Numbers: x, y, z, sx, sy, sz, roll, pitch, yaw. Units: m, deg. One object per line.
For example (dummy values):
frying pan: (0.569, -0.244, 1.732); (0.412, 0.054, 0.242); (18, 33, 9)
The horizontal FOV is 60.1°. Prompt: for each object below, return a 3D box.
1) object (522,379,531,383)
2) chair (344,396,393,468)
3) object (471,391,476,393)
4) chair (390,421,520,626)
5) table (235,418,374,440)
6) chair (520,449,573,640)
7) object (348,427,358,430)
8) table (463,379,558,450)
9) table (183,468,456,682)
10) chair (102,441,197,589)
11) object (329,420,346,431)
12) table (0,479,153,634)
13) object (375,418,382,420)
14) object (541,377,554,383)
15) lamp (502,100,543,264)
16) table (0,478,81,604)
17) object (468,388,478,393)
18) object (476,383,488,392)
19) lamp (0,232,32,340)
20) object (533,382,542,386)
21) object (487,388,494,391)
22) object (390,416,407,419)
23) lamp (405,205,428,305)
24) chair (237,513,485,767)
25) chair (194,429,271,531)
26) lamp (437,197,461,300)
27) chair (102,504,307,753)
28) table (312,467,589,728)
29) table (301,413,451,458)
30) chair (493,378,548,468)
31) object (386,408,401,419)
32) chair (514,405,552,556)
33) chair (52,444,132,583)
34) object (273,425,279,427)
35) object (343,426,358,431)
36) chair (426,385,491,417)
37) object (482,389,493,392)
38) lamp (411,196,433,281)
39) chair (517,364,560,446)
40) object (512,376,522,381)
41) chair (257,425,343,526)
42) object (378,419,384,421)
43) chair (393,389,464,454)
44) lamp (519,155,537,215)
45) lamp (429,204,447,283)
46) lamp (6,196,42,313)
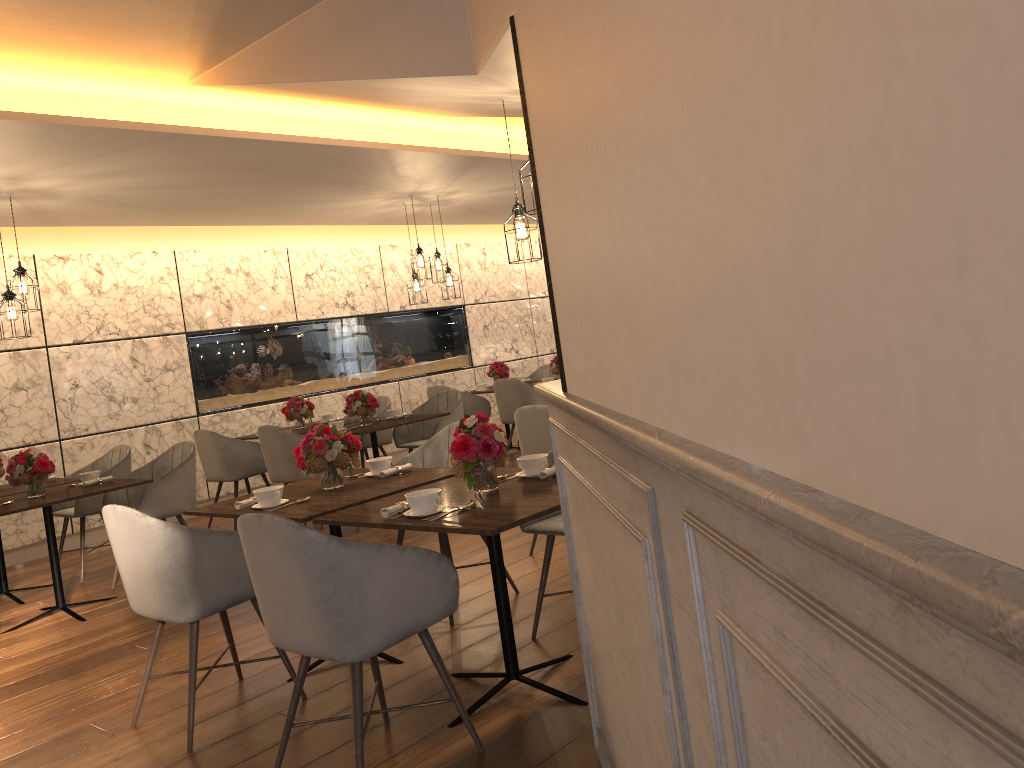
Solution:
object: (0.144, -0.032, 9.805); (0.056, 0.039, 0.176); (-6, 4, 42)
chair: (-1.368, 0.578, 8.260); (0.563, 0.872, 0.528); (-7, 1, 42)
object: (-0.369, 0.067, 9.467); (0.025, 0.024, 0.193); (-7, 3, 42)
chair: (-0.335, 0.651, 4.375); (0.563, 0.872, 0.528); (-7, 1, 42)
table: (-1.776, 0.742, 7.737); (0.893, 0.721, 0.900); (-6, 3, 42)
chair: (0.368, 0.587, 3.731); (0.563, 0.872, 0.528); (-7, 1, 42)
object: (-1.279, 0.355, 6.850); (0.022, 0.004, 0.212); (-5, 4, 42)
table: (-0.061, 0.390, 9.646); (0.893, 0.721, 0.900); (-6, 3, 42)
table: (-0.743, 0.815, 3.852); (0.893, 0.721, 0.900); (-6, 3, 42)
chair: (-2.313, 0.853, 5.780); (0.563, 0.872, 0.528); (-7, 1, 42)
object: (-1.359, 0.330, 6.883); (0.148, 0.072, 0.149); (-7, 3, 20)
table: (-2.720, 1.017, 5.257); (0.893, 0.721, 0.900); (-6, 3, 42)
object: (-1.072, 0.288, 7.419); (0.042, 0.015, 0.198); (-6, 4, 39)
object: (0.353, -0.022, 8.789); (0.148, 0.072, 0.148); (-8, 3, -5)
lamp: (-0.075, -1.652, 4.537); (0.174, 2.071, 0.176); (-8, 0, 44)
table: (-3.424, 1.081, 5.901); (0.893, 0.721, 0.900); (-6, 3, 42)
object: (-0.402, 0.064, 9.483); (0.056, 0.039, 0.176); (-6, 4, 42)
object: (-0.320, 0.039, 9.406); (0.148, 0.072, 0.148); (-8, 3, -5)
lamp: (-3.231, -1.307, 5.496); (0.174, 2.071, 0.176); (-8, 0, 44)
object: (0.272, 0.003, 8.866); (0.056, 0.039, 0.176); (-6, 4, 42)
object: (-0.220, 0.058, 9.345); (0.042, 0.015, 0.198); (-6, 4, 39)
object: (-0.925, 0.269, 7.297); (0.025, 0.024, 0.193); (-7, 3, 42)
lamp: (-1.030, -1.786, 8.431); (0.174, 2.071, 0.176); (-8, 0, 44)
chair: (-0.492, 0.766, 2.726); (0.563, 0.872, 0.528); (-7, 1, 42)
chair: (-2.262, 0.760, 7.286); (0.563, 0.872, 0.528); (-7, 1, 42)
lamp: (-0.708, -1.825, 8.306); (0.174, 2.071, 0.176); (-8, 0, 44)
chair: (-1.196, 0.830, 3.370); (0.563, 0.872, 0.528); (-7, 1, 42)
table: (-0.040, 0.751, 3.207); (0.893, 0.721, 0.900); (-6, 3, 42)
table: (-1.072, 0.678, 7.093); (0.893, 0.721, 0.900); (-6, 3, 42)
chair: (0.156, 0.345, 8.552); (0.563, 0.872, 0.528); (-7, 1, 42)
object: (-0.980, 0.249, 7.358); (0.148, 0.072, 0.149); (-7, 3, 20)
chair: (0.350, 0.513, 5.091); (0.563, 0.872, 0.528); (-7, 1, 42)
chair: (-3.016, 0.916, 6.424); (0.563, 0.872, 0.528); (-7, 1, 42)
object: (-2.032, 0.391, 7.500); (0.148, 0.072, 0.149); (-7, 3, 20)
object: (-1.259, 0.348, 6.821); (0.042, 0.015, 0.198); (-6, 4, 39)
chair: (-0.547, 0.408, 9.196); (0.563, 0.872, 0.528); (-7, 1, 42)
object: (-0.241, 0.065, 9.374); (0.022, 0.004, 0.212); (-5, 4, 42)
lamp: (-0.954, -1.972, 8.063); (0.174, 2.071, 0.176); (-8, 0, 44)
chair: (0.347, 0.226, 10.170); (0.563, 0.872, 0.528); (-7, 1, 42)
object: (0.058, -0.041, 9.882); (0.148, 0.072, 0.148); (-8, 3, -5)
chair: (-1.559, 0.697, 6.642); (0.563, 0.872, 0.528); (-7, 1, 42)
object: (-1.050, 0.292, 7.390); (0.022, 0.004, 0.212); (-5, 4, 42)
chair: (-0.664, 0.514, 7.615); (0.563, 0.872, 0.528); (-7, 1, 42)
lamp: (0.001, -1.838, 4.169); (0.174, 2.071, 0.176); (-8, 0, 44)
lamp: (-0.839, -2.023, 8.674); (0.174, 2.071, 0.176); (-8, 0, 44)
lamp: (-3.362, -1.505, 5.865); (0.174, 2.071, 0.176); (-8, 0, 44)
